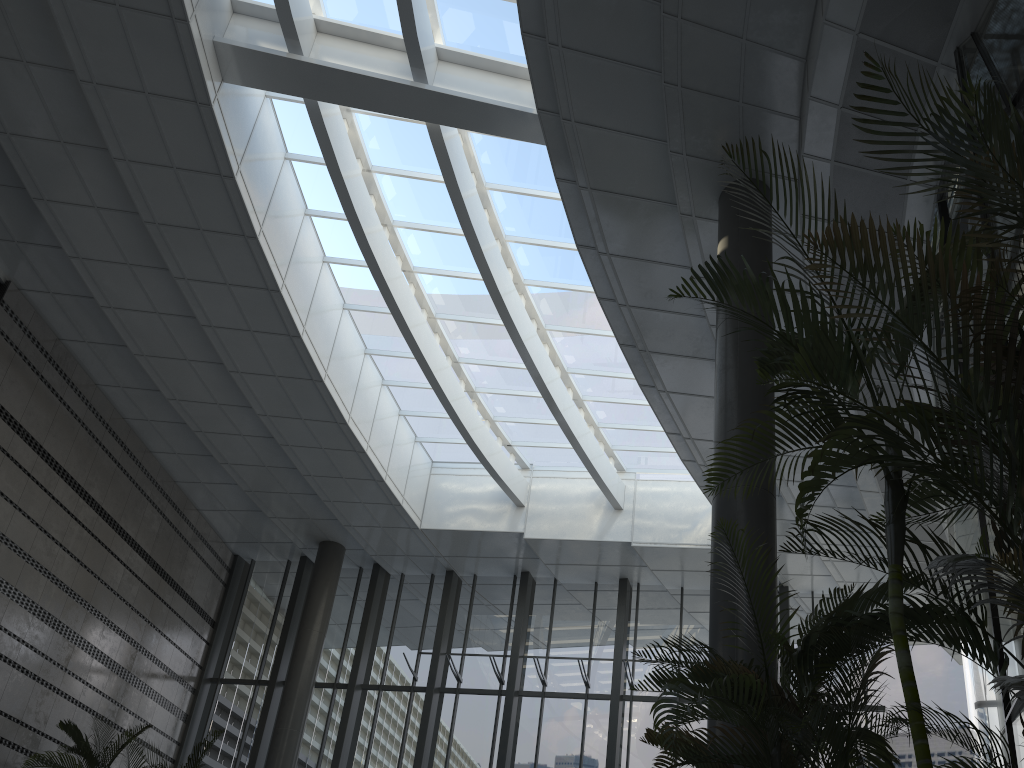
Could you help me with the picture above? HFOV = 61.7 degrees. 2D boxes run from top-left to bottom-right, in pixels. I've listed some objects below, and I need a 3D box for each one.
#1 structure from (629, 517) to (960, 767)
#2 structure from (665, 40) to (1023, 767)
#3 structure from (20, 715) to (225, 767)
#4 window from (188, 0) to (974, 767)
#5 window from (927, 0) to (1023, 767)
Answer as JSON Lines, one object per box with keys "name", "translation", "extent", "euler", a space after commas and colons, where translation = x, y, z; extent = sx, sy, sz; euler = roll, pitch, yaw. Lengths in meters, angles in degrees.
{"name": "structure", "translation": [1.266, 2.464, 3.814], "extent": [1.660, 3.300, 2.286], "euler": [9, -31, -2]}
{"name": "structure", "translation": [1.589, 0.924, 2.388], "extent": [2.470, 4.122, 2.814], "euler": [11, -31, -6]}
{"name": "structure", "translation": [-4.994, 6.272, 10.511], "extent": [2.506, 4.123, 2.766], "euler": [-2, -32, 16]}
{"name": "window", "translation": [-1.985, 1.203, 7.254], "extent": [13.538, 8.935, 21.022], "euler": [-8, -38, 20]}
{"name": "window", "translation": [5.245, 2.729, 6.757], "extent": [4.189, 7.102, 17.424], "euler": [1, -36, 11]}
